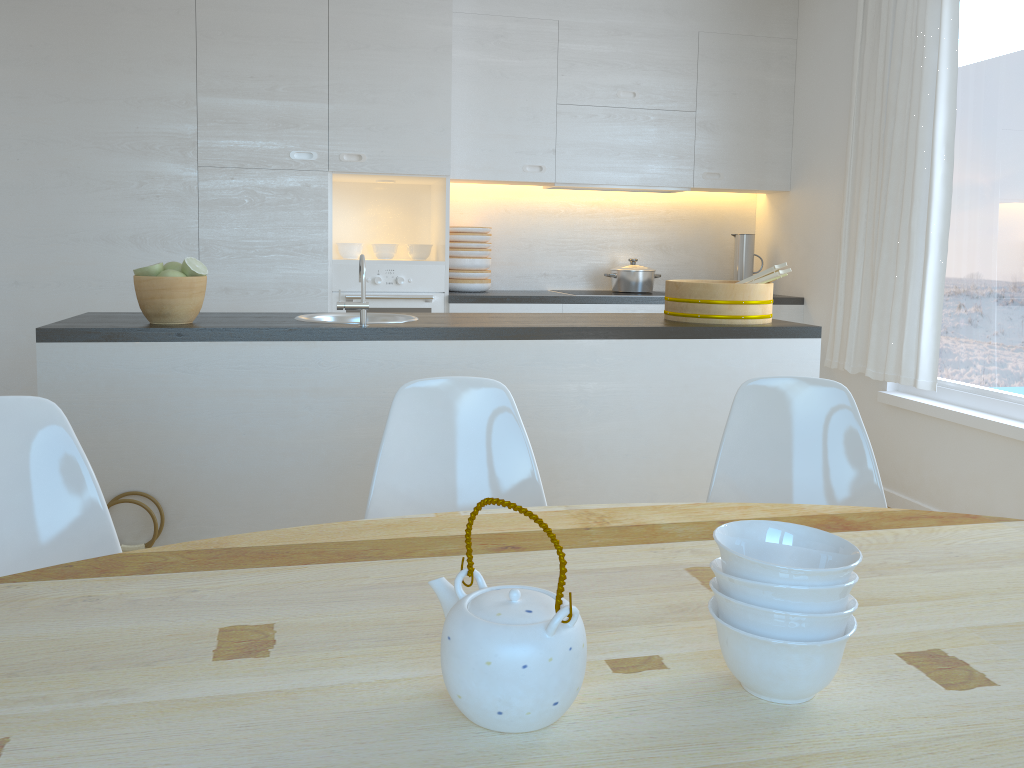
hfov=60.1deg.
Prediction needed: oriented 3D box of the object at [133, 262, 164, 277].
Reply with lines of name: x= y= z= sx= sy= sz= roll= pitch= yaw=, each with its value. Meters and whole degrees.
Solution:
object: x=-1.076 y=-0.328 z=2.620 sx=0.084 sy=0.065 sz=0.086 roll=1 pitch=7 yaw=-1

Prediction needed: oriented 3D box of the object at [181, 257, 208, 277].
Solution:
object: x=-0.952 y=-0.345 z=2.652 sx=0.074 sy=0.071 sz=0.078 roll=2 pitch=7 yaw=12

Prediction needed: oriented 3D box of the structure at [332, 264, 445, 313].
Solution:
structure: x=-0.617 y=-0.301 z=4.445 sx=0.561 sy=0.592 sz=0.049 roll=-1 pitch=5 yaw=-13

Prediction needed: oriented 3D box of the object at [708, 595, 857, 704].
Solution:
object: x=0.286 y=0.283 z=0.946 sx=0.152 sy=0.082 sz=0.153 roll=5 pitch=9 yaw=26

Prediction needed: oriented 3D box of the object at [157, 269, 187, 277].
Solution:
object: x=-1.000 y=-0.296 z=2.612 sx=0.081 sy=0.085 sz=0.098 roll=7 pitch=9 yaw=41

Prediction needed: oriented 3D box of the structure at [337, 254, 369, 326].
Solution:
structure: x=-0.492 y=-0.292 z=2.725 sx=0.097 sy=0.214 sz=0.163 roll=0 pitch=7 yaw=-13

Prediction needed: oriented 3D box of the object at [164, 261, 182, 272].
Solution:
object: x=-1.019 y=-0.323 z=2.689 sx=0.102 sy=0.098 sz=0.087 roll=2 pitch=7 yaw=8

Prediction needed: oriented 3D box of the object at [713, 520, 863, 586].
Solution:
object: x=0.290 y=0.208 z=0.943 sx=0.152 sy=0.086 sz=0.153 roll=3 pitch=8 yaw=15

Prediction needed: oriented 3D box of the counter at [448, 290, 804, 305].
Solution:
counter: x=0.588 y=-0.492 z=5.005 sx=2.000 sy=0.040 sz=0.604 roll=-1 pitch=9 yaw=-13

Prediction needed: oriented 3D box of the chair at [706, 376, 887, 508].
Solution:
chair: x=0.631 y=0.465 z=1.892 sx=0.430 sy=0.896 sz=0.526 roll=2 pitch=6 yaw=7

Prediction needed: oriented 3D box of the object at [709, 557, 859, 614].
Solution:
object: x=0.288 y=0.235 z=0.948 sx=0.152 sy=0.095 sz=0.152 roll=2 pitch=8 yaw=4

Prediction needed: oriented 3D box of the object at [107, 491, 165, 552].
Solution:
object: x=-0.788 y=0.618 z=2.067 sx=0.472 sy=0.498 sz=1.196 roll=-4 pitch=9 yaw=-35

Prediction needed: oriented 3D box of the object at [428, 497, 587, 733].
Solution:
object: x=-0.001 y=0.220 z=0.901 sx=0.147 sy=0.210 sz=0.178 roll=0 pitch=7 yaw=-14

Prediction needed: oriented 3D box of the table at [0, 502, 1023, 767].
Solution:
table: x=0.168 y=0.671 z=1.052 sx=2.190 sy=0.721 sz=1.202 roll=-1 pitch=8 yaw=-14

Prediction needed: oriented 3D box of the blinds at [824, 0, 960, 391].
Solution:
blinds: x=1.731 y=-1.093 z=4.103 sx=0.150 sy=2.147 sz=0.799 roll=0 pitch=6 yaw=-13

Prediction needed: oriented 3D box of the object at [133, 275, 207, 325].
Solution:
object: x=-1.020 y=-0.253 z=2.647 sx=0.205 sy=0.141 sz=0.206 roll=7 pitch=10 yaw=38

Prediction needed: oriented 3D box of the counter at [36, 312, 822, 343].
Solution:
counter: x=-0.200 y=-0.198 z=2.982 sx=2.400 sy=0.040 sz=0.605 roll=-1 pitch=9 yaw=-13

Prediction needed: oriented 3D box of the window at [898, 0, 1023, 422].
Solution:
window: x=2.221 y=-0.711 z=2.855 sx=0.088 sy=1.906 sz=2.746 roll=0 pitch=8 yaw=-13

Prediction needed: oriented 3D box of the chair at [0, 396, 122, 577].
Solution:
chair: x=-0.804 y=0.502 z=1.476 sx=0.431 sy=0.896 sz=0.525 roll=-4 pitch=8 yaw=-43

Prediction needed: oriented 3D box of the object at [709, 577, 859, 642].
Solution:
object: x=0.287 y=0.260 z=0.948 sx=0.152 sy=0.092 sz=0.152 roll=5 pitch=9 yaw=26

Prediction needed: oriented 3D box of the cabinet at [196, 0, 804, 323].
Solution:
cabinet: x=0.023 y=-0.790 z=4.781 sx=3.201 sy=2.288 sz=0.484 roll=-1 pitch=6 yaw=-13

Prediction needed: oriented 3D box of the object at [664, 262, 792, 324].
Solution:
object: x=0.762 y=-0.333 z=3.154 sx=0.430 sy=0.213 sz=0.381 roll=3 pitch=8 yaw=15

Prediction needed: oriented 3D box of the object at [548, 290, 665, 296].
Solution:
object: x=0.591 y=-0.510 z=5.007 sx=0.654 sy=0.013 sz=0.566 roll=-1 pitch=9 yaw=-13

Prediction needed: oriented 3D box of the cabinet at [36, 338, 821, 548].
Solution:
cabinet: x=-0.209 y=0.272 z=3.024 sx=2.400 sy=0.905 sz=0.604 roll=-1 pitch=6 yaw=-13

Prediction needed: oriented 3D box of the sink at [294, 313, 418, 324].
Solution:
sink: x=-0.516 y=-0.145 z=2.949 sx=0.405 sy=0.156 sz=0.406 roll=5 pitch=9 yaw=28
